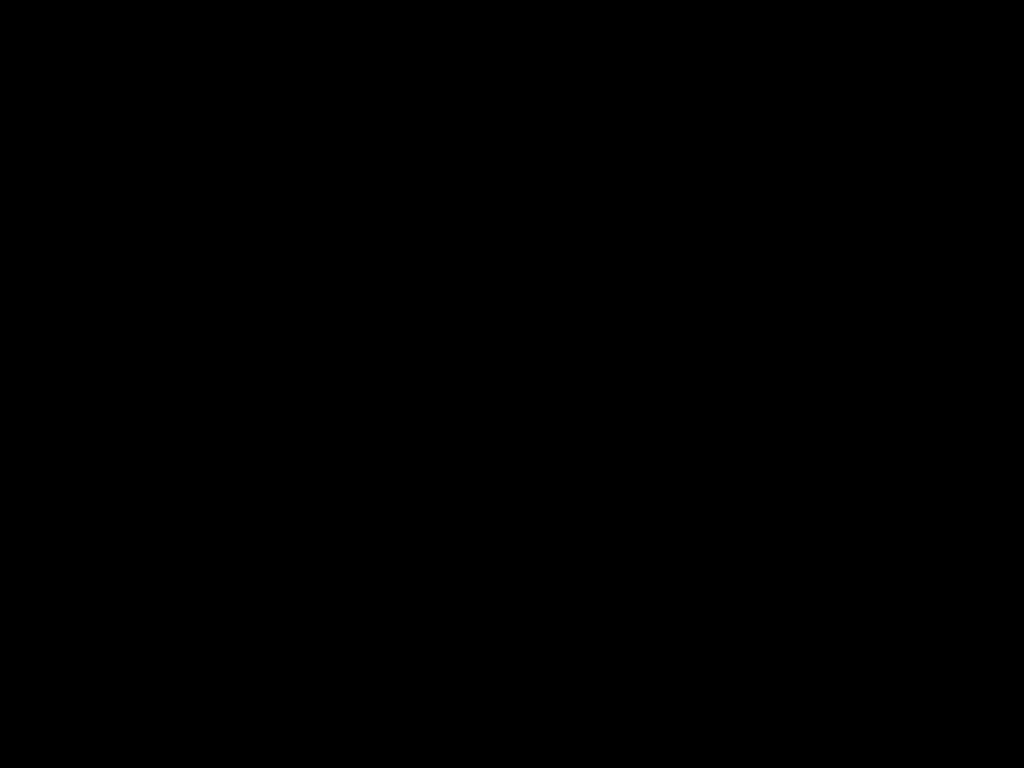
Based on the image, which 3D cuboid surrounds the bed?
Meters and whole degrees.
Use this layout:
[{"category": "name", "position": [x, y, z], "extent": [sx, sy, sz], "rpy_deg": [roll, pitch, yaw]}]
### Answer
[{"category": "bed", "position": [-0.046, -0.302, 0.761], "extent": [3.009, 0.994, 2.087], "rpy_deg": [-13, 7, -24]}]

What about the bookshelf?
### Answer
[{"category": "bookshelf", "position": [1.633, -0.352, 1.556], "extent": [0.643, 0.303, 1.495], "rpy_deg": [-13, 7, -24]}]
